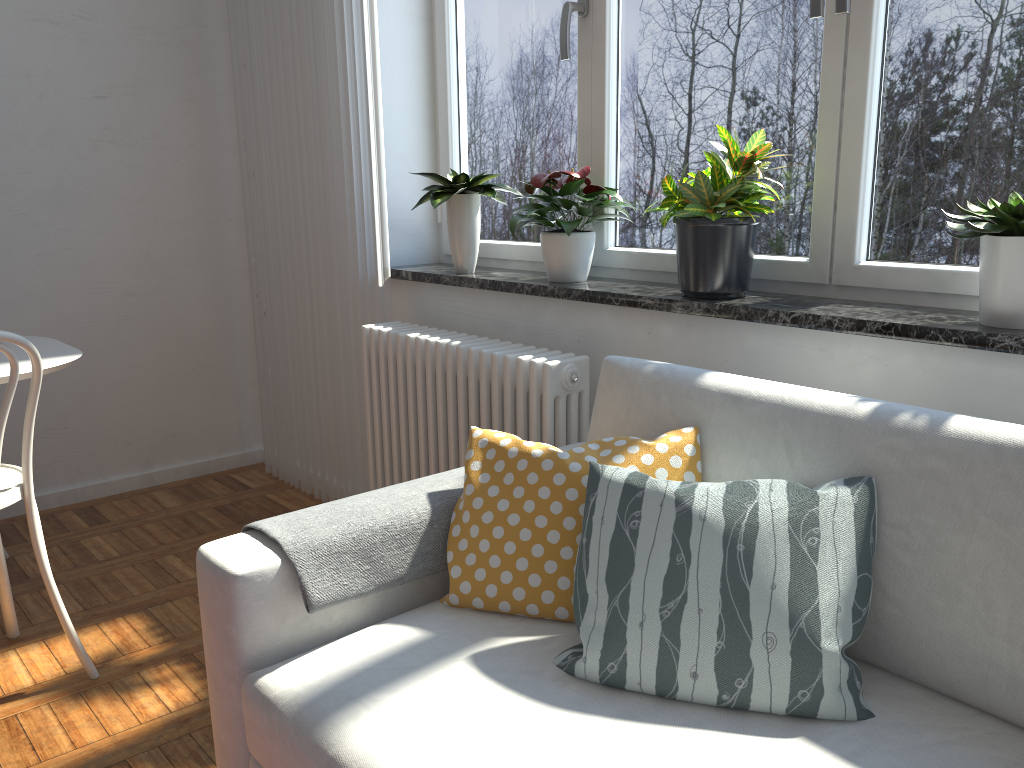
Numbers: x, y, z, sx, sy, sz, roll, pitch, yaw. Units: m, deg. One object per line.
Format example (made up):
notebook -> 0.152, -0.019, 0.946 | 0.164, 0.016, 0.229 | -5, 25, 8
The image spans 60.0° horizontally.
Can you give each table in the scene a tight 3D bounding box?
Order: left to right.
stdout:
table -> -2.133, 0.435, 1.899 | 2.285, 0.773, 0.929 | -11, 16, -39

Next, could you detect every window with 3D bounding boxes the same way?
window -> 0.702, -0.931, 1.833 | 0.151, 1.516, 3.014 | -12, 17, -39

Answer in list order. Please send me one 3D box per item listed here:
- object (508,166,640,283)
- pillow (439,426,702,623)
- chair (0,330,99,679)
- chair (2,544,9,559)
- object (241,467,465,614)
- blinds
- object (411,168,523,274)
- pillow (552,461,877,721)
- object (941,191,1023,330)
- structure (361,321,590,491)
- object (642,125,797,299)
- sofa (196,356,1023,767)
object -> 0.161, -0.438, 2.434 | 0.380, 0.310, 0.369 | 5, 14, 24
pillow -> 0.112, 0.241, 1.623 | 0.464, 0.319, 0.311 | 3, 14, 17
chair -> -0.031, 0.280, 1.131 | 3.690, 1.347, 0.446 | 8, 16, 34
chair -> -1.800, 0.190, 2.641 | 0.447, 0.921, 0.519 | -10, 16, -34
object -> -0.206, 0.466, 1.783 | 0.607, 0.536, 0.287 | -11, 17, -39
blinds -> -0.749, -0.950, 3.135 | 0.055, 2.898, 1.035 | -12, 17, -39
object -> -0.139, -0.495, 2.695 | 0.291, 0.317, 0.353 | 10, 17, 40
pillow -> 0.317, 0.293, 1.365 | 0.469, 0.290, 0.308 | 4, 14, 20
object -> 0.906, -0.223, 1.578 | 0.267, 0.238, 0.283 | 7, 15, 31
structure -> -0.106, 0.171, 2.581 | 0.224, 0.626, 0.970 | -12, 17, -39
object -> 0.453, -0.396, 2.049 | 0.299, 0.386, 0.332 | -7, 14, -24
sofa -> 0.605, 0.564, 0.978 | 1.002, 0.846, 2.456 | -12, 16, -39
